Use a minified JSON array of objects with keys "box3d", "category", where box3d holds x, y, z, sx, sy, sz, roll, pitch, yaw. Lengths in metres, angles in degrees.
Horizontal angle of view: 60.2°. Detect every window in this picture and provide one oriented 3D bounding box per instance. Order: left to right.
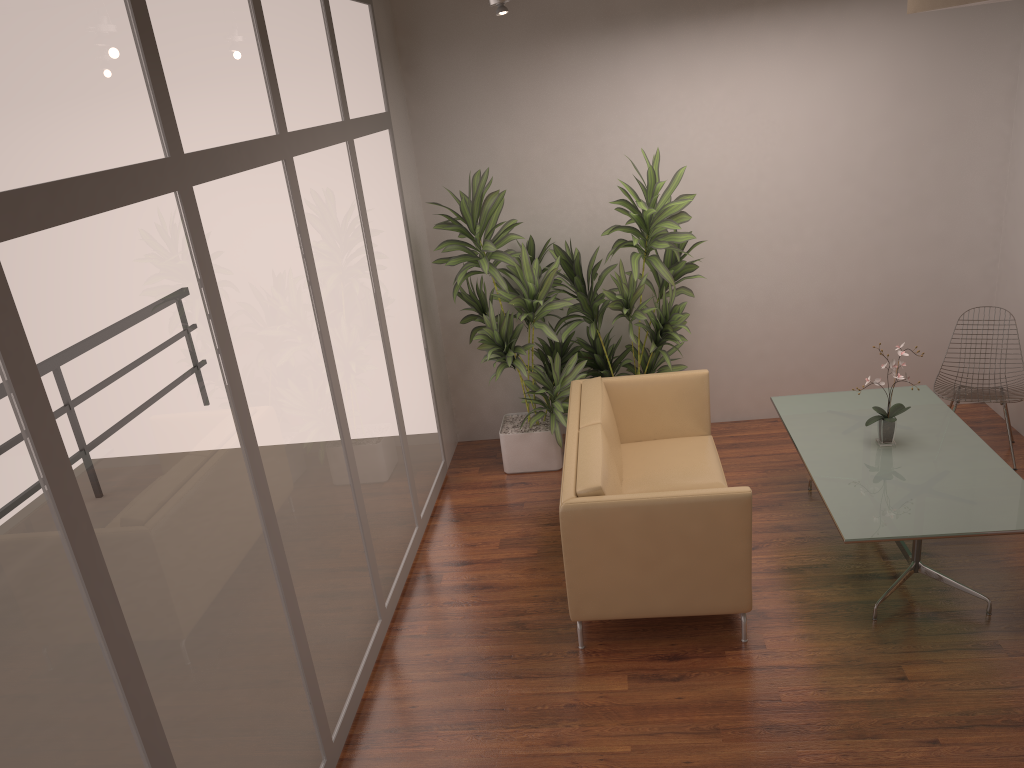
[{"box3d":[-1.026,0.406,2.143,0.062,3.389,8.271,-4,20,7],"category":"window"}]

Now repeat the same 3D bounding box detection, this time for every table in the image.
[{"box3d":[2.047,0.611,4.789,0.941,0.579,1.807,-5,19,7],"category":"table"}]

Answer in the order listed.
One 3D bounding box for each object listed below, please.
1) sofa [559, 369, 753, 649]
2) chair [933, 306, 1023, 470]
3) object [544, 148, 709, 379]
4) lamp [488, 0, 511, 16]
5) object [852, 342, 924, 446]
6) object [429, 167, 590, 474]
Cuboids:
[{"box3d":[0.766,0.582,4.918,0.880,0.866,1.740,-4,20,7],"category":"sofa"},{"box3d":[2.980,0.018,5.610,0.543,0.932,0.542,4,24,26],"category":"chair"},{"box3d":[0.768,-0.495,6.028,1.082,2.177,0.933,1,24,19],"category":"object"},{"box3d":[-0.087,-2.318,4.904,0.132,0.499,0.195,-17,24,-23],"category":"lamp"},{"box3d":[2.015,0.035,4.631,0.371,0.610,0.288,-6,22,2],"category":"object"},{"box3d":[0.098,-0.435,6.107,0.967,2.177,1.044,3,24,24],"category":"object"}]
